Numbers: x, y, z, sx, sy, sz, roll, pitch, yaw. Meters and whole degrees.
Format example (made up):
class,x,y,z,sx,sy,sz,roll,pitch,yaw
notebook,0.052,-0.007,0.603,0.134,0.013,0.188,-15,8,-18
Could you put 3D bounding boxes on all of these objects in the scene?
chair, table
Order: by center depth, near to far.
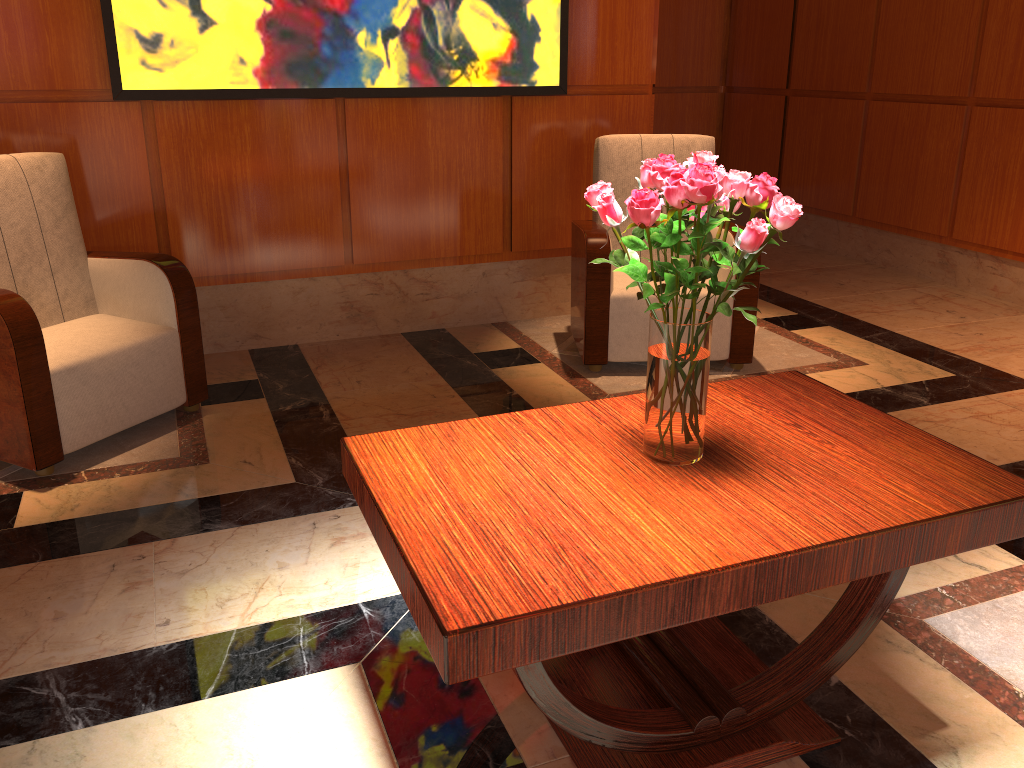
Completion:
class,x,y,z,sx,sy,sz,roll,pitch,yaw
table,0.316,0.404,1.819,1.169,0.528,0.732,-8,21,-20
chair,-1.603,-0.299,3.105,0.630,0.949,0.745,10,21,26
chair,0.660,-0.607,3.960,0.738,0.949,0.636,-1,19,-3

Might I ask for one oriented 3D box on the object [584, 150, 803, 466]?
class,x,y,z,sx,sy,sz,roll,pitch,yaw
object,0.319,-0.139,1.676,0.350,0.589,0.331,0,19,-1

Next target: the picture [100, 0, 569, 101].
class,x,y,z,sx,sy,sz,roll,pitch,yaw
picture,-0.673,-2.082,3.644,1.999,1.716,0.057,-7,20,-21
